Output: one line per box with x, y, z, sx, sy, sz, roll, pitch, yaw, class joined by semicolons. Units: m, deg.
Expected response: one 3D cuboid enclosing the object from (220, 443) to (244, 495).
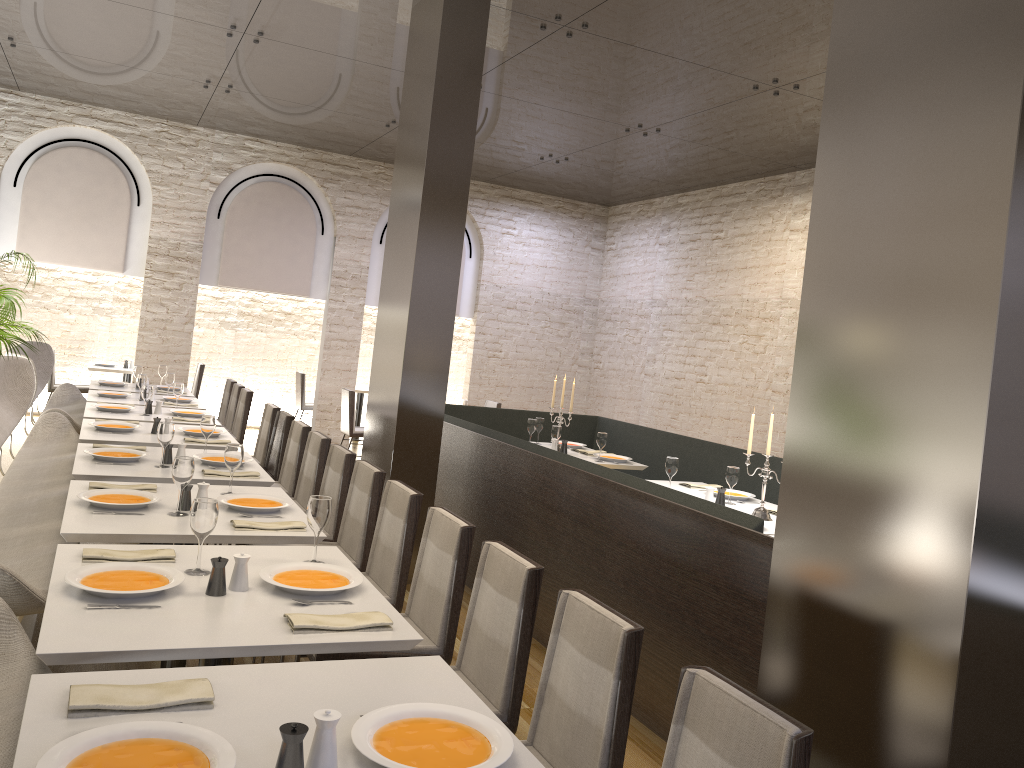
-1.283;0.393;4.066;0.086;0.231;0.086;6;0;-19;object

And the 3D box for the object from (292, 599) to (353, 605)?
-0.557;0.641;2.609;0.181;0.015;0.038;5;2;-23;object

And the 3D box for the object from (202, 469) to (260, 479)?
-1.448;0.461;4.562;0.272;0.033;0.143;5;2;-25;object

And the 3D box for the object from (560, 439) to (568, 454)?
0.427;0.514;7.257;0.069;0.126;0.068;7;0;17;object

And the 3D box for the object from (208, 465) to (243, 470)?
-1.524;0.447;4.721;0.181;0.015;0.038;5;2;-23;object

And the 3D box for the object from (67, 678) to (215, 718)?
-0.770;0.647;1.843;0.272;0.033;0.143;5;2;-25;object

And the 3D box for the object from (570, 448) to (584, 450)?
0.572;0.563;7.673;0.181;0.015;0.038;5;2;-23;object

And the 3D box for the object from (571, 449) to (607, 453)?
0.655;0.576;7.563;0.272;0.033;0.143;5;2;-25;object

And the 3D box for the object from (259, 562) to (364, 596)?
-0.628;0.618;2.778;0.322;0.036;0.321;7;2;10;object

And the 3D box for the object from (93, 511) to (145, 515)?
-1.527;0.501;3.443;0.185;0.010;0.017;5;2;-25;object

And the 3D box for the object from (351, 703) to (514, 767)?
-0.157;0.712;1.748;0.322;0.036;0.321;9;3;43;object

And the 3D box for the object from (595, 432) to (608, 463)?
0.701;0.498;6.980;0.086;0.231;0.086;6;0;11;object

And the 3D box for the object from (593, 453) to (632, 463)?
0.811;0.603;7.160;0.322;0.036;0.321;8;3;41;object

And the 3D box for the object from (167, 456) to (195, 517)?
-1.325;0.409;3.548;0.086;0.231;0.086;6;0;23;object

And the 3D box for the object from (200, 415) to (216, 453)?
-1.756;0.298;5.098;0.086;0.231;0.086;6;0;17;object

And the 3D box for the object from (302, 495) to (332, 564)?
-0.669;0.503;3.043;0.086;0.231;0.086;6;0;17;object

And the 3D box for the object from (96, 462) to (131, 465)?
-2.010;0.404;4.498;0.185;0.010;0.017;5;2;-25;object

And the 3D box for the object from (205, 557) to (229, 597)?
-0.861;0.560;2.595;0.059;0.109;0.059;6;0;-16;object

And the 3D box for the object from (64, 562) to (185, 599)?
-1.114;0.572;2.555;0.322;0.036;0.321;7;2;10;object

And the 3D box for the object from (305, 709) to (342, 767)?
-0.346;0.656;1.637;0.059;0.109;0.059;6;1;-33;object

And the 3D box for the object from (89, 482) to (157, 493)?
-1.725;0.456;3.929;0.272;0.033;0.143;5;2;-25;object

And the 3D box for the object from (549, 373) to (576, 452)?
0.409;0.234;7.381;0.131;0.657;0.390;6;1;-14;object

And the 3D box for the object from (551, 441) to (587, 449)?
0.501;0.541;7.838;0.322;0.036;0.321;7;2;23;object

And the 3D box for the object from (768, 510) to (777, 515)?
1.665;0.779;5.356;0.272;0.033;0.143;5;2;-25;object

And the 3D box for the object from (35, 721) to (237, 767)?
-0.643;0.667;1.525;0.322;0.036;0.321;9;3;43;object

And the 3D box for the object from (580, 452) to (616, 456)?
0.719;0.589;7.423;0.272;0.033;0.143;5;2;-25;object

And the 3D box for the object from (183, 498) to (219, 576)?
-0.976;0.479;2.786;0.086;0.231;0.086;6;0;17;object

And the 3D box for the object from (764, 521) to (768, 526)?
1.211;0.744;4.770;0.321;0.036;0.322;6;2;-5;object

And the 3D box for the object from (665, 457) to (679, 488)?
1.017;0.586;5.678;0.086;0.231;0.086;6;0;-13;object

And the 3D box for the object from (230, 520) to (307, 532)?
-0.965;0.558;3.507;0.272;0.033;0.143;5;2;-25;object

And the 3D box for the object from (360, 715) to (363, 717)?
-0.236;0.708;1.908;0.185;0.010;0.017;5;2;-25;object

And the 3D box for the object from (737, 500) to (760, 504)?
1.504;0.750;5.635;0.181;0.015;0.038;5;2;-23;object

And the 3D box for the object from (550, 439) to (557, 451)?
0.344;0.505;7.245;0.069;0.126;0.068;7;0;17;object

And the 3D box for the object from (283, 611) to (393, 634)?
-0.481;0.655;2.450;0.272;0.033;0.143;5;2;-25;object

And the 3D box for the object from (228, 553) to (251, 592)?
-0.817;0.562;2.666;0.059;0.109;0.059;6;0;-16;object

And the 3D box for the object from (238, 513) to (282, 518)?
-1.041;0.544;3.666;0.181;0.015;0.038;5;2;-23;object

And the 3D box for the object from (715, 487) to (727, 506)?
1.262;0.684;5.355;0.068;0.126;0.069;6;1;-31;object

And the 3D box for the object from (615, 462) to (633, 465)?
0.882;0.626;6.994;0.181;0.015;0.038;5;2;-23;object

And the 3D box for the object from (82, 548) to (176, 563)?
-1.241;0.553;2.872;0.272;0.033;0.143;5;2;-25;object

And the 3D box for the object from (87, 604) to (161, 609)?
-1.043;0.598;2.386;0.185;0.010;0.017;5;2;-25;object

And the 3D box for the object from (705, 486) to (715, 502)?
1.186;0.677;5.324;0.068;0.126;0.069;6;1;-31;object

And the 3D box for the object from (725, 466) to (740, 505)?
1.368;0.632;5.524;0.086;0.231;0.086;6;0;-13;object

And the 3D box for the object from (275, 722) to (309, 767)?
-0.390;0.654;1.566;0.059;0.109;0.059;6;1;-33;object

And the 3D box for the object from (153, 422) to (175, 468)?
-1.797;0.315;4.579;0.086;0.231;0.086;6;0;17;object

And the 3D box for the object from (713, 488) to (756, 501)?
1.431;0.727;5.806;0.321;0.036;0.322;5;3;-29;object

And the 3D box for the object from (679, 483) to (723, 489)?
1.308;0.707;6.137;0.272;0.033;0.143;5;2;-25;object

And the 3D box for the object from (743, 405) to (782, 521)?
1.463;0.445;5.078;0.131;0.657;0.390;6;1;-14;object
